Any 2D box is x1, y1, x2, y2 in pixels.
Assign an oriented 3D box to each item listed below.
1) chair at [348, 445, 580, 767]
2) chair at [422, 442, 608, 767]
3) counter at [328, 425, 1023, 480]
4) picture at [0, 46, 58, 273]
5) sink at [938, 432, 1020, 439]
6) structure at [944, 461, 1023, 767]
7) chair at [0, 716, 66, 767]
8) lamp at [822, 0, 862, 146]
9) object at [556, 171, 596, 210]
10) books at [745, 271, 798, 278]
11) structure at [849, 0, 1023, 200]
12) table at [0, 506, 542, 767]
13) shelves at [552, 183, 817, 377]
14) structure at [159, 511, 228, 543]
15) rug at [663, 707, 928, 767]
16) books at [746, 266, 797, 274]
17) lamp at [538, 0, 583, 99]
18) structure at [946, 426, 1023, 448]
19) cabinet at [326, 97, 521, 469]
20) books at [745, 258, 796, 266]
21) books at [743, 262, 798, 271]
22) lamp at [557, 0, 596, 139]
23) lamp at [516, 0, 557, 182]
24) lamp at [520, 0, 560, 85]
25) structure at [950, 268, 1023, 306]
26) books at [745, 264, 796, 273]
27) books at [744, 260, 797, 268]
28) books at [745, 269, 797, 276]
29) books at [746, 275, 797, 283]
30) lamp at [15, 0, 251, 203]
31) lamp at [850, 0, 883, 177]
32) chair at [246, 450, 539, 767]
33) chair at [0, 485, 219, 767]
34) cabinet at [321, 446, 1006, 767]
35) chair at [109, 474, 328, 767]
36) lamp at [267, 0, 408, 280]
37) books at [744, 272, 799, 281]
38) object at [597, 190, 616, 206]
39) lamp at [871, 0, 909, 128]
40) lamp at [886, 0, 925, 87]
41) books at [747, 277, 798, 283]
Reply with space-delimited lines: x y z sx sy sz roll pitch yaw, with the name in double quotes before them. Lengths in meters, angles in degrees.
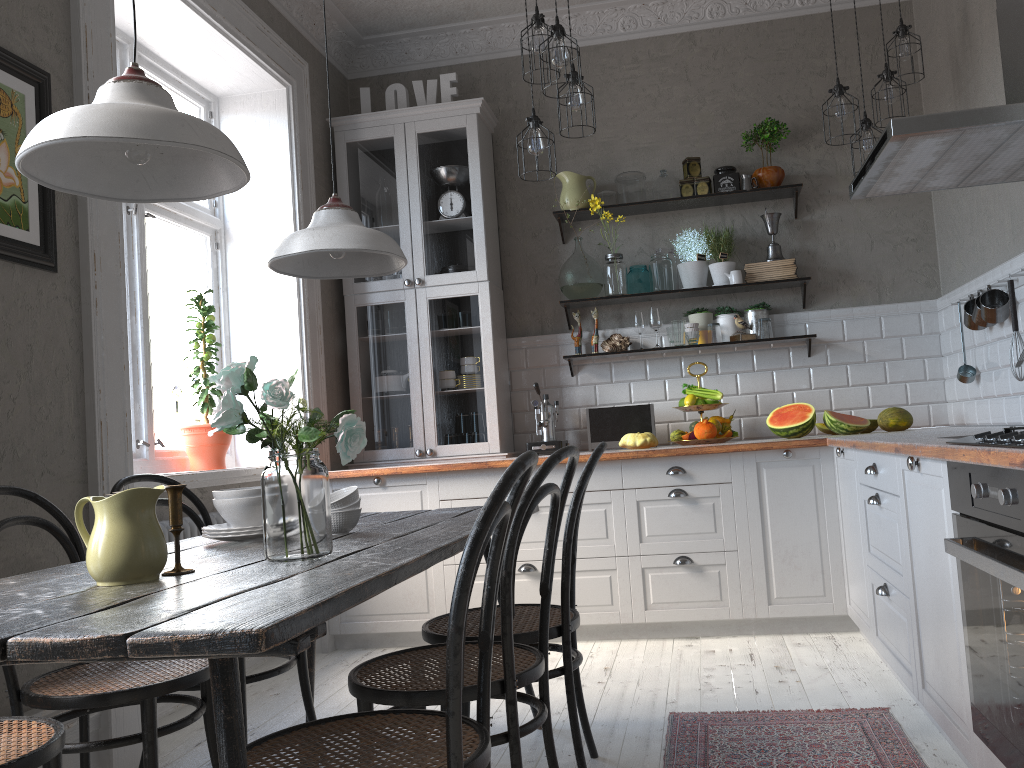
"chair" -0.094 0.615 1.975 0.542 0.920 0.443 -5 -4 18
"chair" 0.024 0.638 2.448 0.546 0.920 0.440 -4 -4 8
"counter" 0.417 0.274 3.178 3.139 0.039 3.415 -5 -4 10
"picture" -1.449 -0.656 2.440 0.020 0.619 0.525 -5 -4 12
"sink" 1.457 0.019 2.352 0.524 0.720 0.489 -5 -4 10
"structure" 1.240 0.450 1.701 0.614 0.623 0.627 -5 -4 10
"chair" -1.107 0.663 1.612 0.542 0.920 0.443 -5 -4 18
"lamp" 1.400 -1.936 3.953 0.143 1.734 0.150 -7 -5 42
"object" 0.350 -1.042 4.834 0.188 0.216 0.176 -6 -4 24
"books" 1.377 -0.569 4.700 0.257 0.016 0.160 -5 -4 19
"structure" 1.439 -1.502 2.841 0.708 1.595 0.717 -5 -4 10
"table" -0.522 0.744 2.055 0.898 0.735 1.934 -5 -4 11
"shelves" 0.916 -0.521 4.768 1.307 0.923 0.230 -5 -4 9
"structure" -1.263 0.748 3.641 0.148 0.428 1.230 -5 -4 10
"rug" 0.735 1.026 2.257 0.731 0.014 1.298 -5 -4 11
"books" 1.375 -0.591 4.701 0.259 0.011 0.159 -5 -4 13
"lamp" 0.126 -1.941 3.315 0.149 1.734 0.144 -2 -4 -33
"structure" 1.191 0.089 1.732 0.493 0.031 0.610 -5 -4 11
"cabinet" -0.475 -0.507 4.859 0.873 1.920 0.390 -5 -4 10
"books" 1.372 -0.633 4.704 0.258 0.011 0.159 -5 -4 16
"books" 1.374 -0.612 4.702 0.257 0.016 0.160 -6 -4 22
"lamp" 0.206 -1.876 3.619 0.147 1.734 0.146 -4 -4 -3
"lamp" 0.047 -1.704 3.641 0.149 1.734 0.144 -2 -4 -23
"lamp" 0.056 -2.055 3.495 0.147 1.734 0.146 -4 -4 -3
"structure" 1.963 -0.395 3.578 0.094 0.053 1.094 -5 -4 12
"books" 1.374 -0.601 4.702 0.258 0.011 0.159 -5 -4 16
"books" 1.373 -0.623 4.703 0.257 0.016 0.160 -5 -4 19
"books" 1.376 -0.580 4.700 0.258 0.011 0.159 -5 -4 16
"books" 1.378 -0.548 4.698 0.258 0.011 0.159 -5 -4 16
"lamp" -0.729 -1.294 1.640 0.387 1.858 0.371 -1 -5 -42
"lamp" 1.561 -1.817 4.057 0.148 1.734 0.145 -3 -4 -18
"chair" -0.200 0.587 1.448 0.546 0.920 0.440 -4 -4 8
"chair" -0.996 0.691 2.160 0.546 0.920 0.440 -4 -4 8
"cabinet" 0.917 0.654 3.226 2.027 0.854 4.113 -2 -5 -33
"chair" -0.878 0.715 2.636 0.541 0.920 0.444 -5 -4 23
"lamp" -0.545 -1.248 2.521 0.375 1.858 0.384 -5 -4 18
"books" 1.377 -0.558 4.699 0.257 0.016 0.160 -6 -4 22
"object" 0.522 -0.999 4.862 0.102 0.111 0.104 -5 -4 10
"lamp" 1.699 -2.074 4.156 0.150 1.734 0.143 -1 -5 -38
"lamp" 1.696 -2.213 3.990 0.148 1.734 0.145 -3 -4 -18
"books" 1.379 -0.536 4.698 0.259 0.011 0.159 -5 -4 13
